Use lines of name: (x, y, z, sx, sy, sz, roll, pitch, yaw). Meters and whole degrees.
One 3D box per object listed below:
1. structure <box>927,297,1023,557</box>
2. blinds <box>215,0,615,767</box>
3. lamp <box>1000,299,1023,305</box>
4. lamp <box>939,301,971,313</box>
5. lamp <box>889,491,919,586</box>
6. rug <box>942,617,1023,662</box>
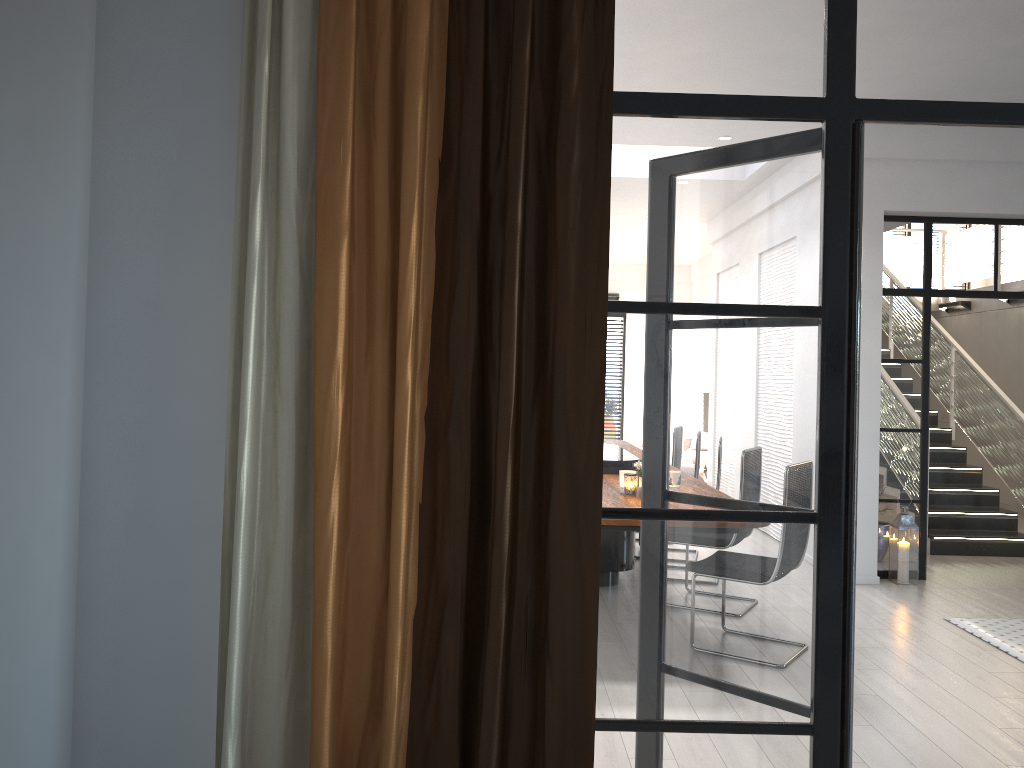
structure: (4.736, -0.331, 9.538, 2.393, 3.603, 5.800, 1, 0, -1)
blinds: (-0.208, -0.112, 1.852, 0.811, 3.046, 0.254, 2, -1, -1)
lamp: (5.858, -0.997, 10.243, 0.152, 0.124, 0.568, 1, 0, -1)
lamp: (5.842, -1.011, 11.704, 0.152, 0.124, 0.568, 1, 0, -1)
lamp: (2.854, 1.115, 6.459, 0.148, 0.665, 0.157, 1, -1, -1)
rug: (3.815, 1.475, 4.732, 2.276, 0.020, 1.585, 1, 1, -1)
